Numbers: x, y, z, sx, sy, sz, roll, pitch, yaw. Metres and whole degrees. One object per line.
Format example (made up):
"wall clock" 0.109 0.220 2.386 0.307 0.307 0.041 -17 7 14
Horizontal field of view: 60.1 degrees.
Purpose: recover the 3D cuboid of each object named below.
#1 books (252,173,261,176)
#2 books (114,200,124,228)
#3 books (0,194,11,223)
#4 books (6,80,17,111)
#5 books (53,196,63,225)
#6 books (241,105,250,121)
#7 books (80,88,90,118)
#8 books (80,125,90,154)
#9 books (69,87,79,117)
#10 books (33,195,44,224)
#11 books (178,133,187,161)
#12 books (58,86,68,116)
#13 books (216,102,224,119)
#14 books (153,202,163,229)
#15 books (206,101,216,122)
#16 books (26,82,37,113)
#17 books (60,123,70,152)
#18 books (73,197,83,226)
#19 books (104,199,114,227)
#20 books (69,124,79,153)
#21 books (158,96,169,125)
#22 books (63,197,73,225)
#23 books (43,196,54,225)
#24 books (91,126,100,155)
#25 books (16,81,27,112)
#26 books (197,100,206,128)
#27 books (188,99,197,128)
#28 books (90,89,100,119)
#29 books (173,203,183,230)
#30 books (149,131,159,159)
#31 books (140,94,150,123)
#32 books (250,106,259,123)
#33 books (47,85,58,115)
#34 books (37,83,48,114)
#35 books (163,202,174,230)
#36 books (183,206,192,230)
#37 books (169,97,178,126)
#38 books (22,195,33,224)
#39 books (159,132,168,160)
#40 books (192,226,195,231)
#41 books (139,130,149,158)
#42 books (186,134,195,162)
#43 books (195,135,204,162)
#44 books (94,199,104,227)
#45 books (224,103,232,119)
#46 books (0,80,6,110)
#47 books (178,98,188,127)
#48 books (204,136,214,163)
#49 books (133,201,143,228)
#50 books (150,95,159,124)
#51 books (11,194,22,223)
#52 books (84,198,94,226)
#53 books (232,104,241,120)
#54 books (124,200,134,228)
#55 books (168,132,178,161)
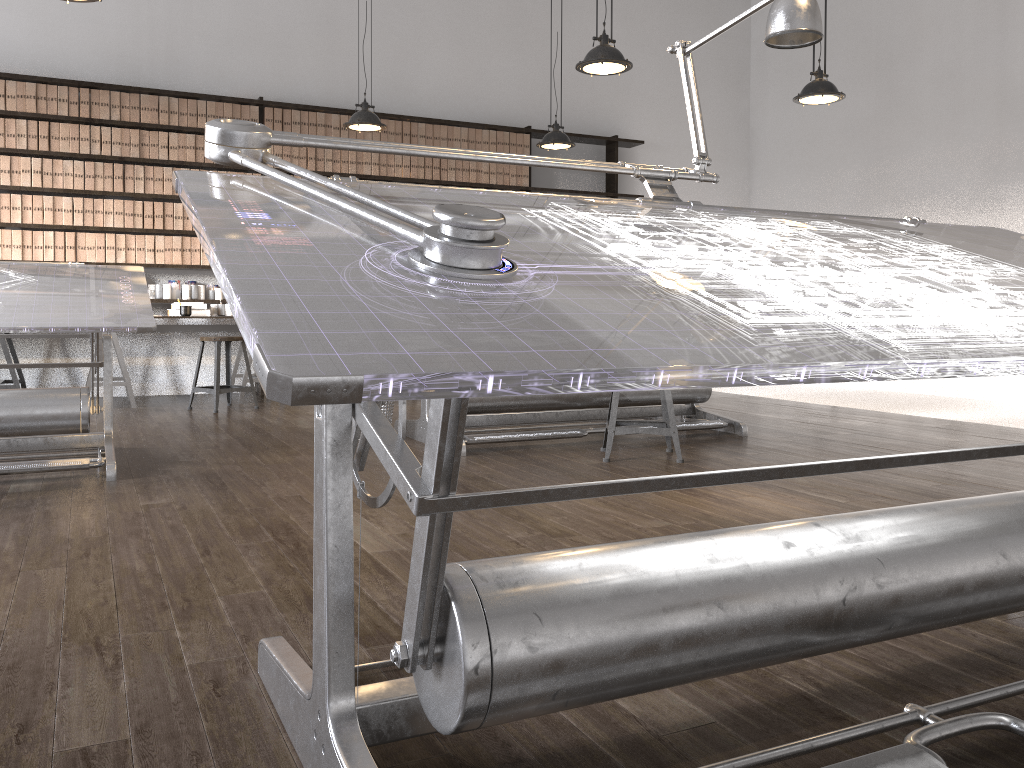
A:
"books" -2.135 -1.624 7.363 0.067 0.225 0.175 -1 3 -26
"books" -3.070 -1.316 6.914 0.067 0.225 0.175 -1 3 -26
"books" -3.762 -1.293 6.588 0.067 0.225 0.175 -1 3 -26
"books" -3.716 -2.122 6.585 0.067 0.225 0.175 -1 3 -26
"books" -3.448 -1.303 6.737 0.067 0.225 0.175 -1 3 -26
"books" -2.212 -2.173 7.312 0.067 0.225 0.175 -1 3 -26
"books" -3.278 -2.137 6.793 0.067 0.225 0.175 -1 3 -26
"books" -3.278 -1.860 6.799 0.067 0.225 0.175 -1 3 -26
"books" -3.348 -2.135 6.766 0.067 0.225 0.175 -1 3 -26
"books" -3.570 -1.299 6.680 0.067 0.225 0.175 -1 3 -26
"books" -2.655 -1.881 7.105 0.067 0.225 0.175 -1 3 -26
"books" -3.410 -2.132 6.731 0.067 0.225 0.175 -1 3 -26
"books" -2.397 -2.166 7.222 0.067 0.225 0.175 -1 3 -26
"books" -2.813 -1.324 7.039 0.067 0.225 0.175 -1 3 -26
"books" -2.453 -2.164 7.193 0.067 0.225 0.175 -1 3 -26
"books" -3.597 -2.126 6.639 0.067 0.225 0.175 -1 3 -26
"books" -3.402 -1.856 6.744 0.067 0.225 0.175 -1 3 -26
"books" -3.325 -1.307 6.793 0.067 0.225 0.175 -1 3 -26
"books" -3.137 -1.314 6.886 0.067 0.225 0.175 -1 3 -26
"books" -3.343 -1.858 6.768 0.067 0.225 0.175 -1 3 -26
"books" -2.771 -2.153 7.036 0.067 0.225 0.175 -1 3 -26
"books" -3.391 -1.305 6.763 0.067 0.225 0.175 -1 3 -26
"books" -3.507 -1.301 6.704 0.067 0.225 0.175 -1 3 -26
"books" -3.214 -1.862 6.834 0.067 0.225 0.175 -1 3 -26
"books" -3.660 -2.124 6.614 0.067 0.225 0.175 -1 3 -26
"books" -2.517 -2.162 7.160 0.067 0.225 0.175 -1 3 -26
"books" -2.582 -2.160 7.133 0.067 0.225 0.175 -1 3 -26
"books" -3.213 -2.139 6.831 0.067 0.225 0.175 -1 3 -26
"books" -2.682 -1.329 7.103 0.067 0.225 0.175 -1 3 -26
"books" -2.840 -1.875 7.016 0.067 0.225 0.175 -1 3 -26
"books" -2.895 -2.150 6.981 0.067 0.225 0.175 -1 3 -26
"books" -2.147 -2.174 7.339 0.067 0.225 0.175 -1 3 -26
"books" -3.475 -2.131 6.704 0.067 0.225 0.175 -1 3 -26
"books" -3.539 -2.128 6.673 0.067 0.225 0.175 -1 3 -26
"books" -2.748 -1.327 7.076 0.067 0.225 0.175 -1 3 -26
"books" -2.620 -1.331 7.138 0.067 0.225 0.175 -1 3 -26
"books" -2.707 -2.156 7.071 0.067 0.225 0.175 -1 3 -26
"books" -3.634 -1.297 6.649 0.067 0.225 0.175 -1 3 -26
"books" -2.775 -1.877 7.043 0.067 0.225 0.175 -1 3 -26
"books" -2.556 -1.333 7.168 0.067 0.225 0.175 -1 3 -26
"books" -2.904 -1.873 6.987 0.067 0.225 0.175 -1 3 -26
"books" -2.592 -1.883 7.130 0.067 0.225 0.175 -1 3 -26
"books" -2.534 -1.885 7.164 0.067 0.225 0.175 -1 3 -26
"books" -3.201 -1.312 6.859 0.067 0.225 0.175 -1 3 -26
"books" -2.335 -2.168 7.247 0.067 0.225 0.175 -1 3 -26
"books" -3.780 -2.120 6.552 0.067 0.225 0.175 -1 3 -26
"books" -2.646 -2.158 7.104 0.067 0.225 0.175 -1 3 -26
"books" -2.470 -1.887 7.195 0.067 0.225 0.175 -1 3 -26
"books" -2.950 -1.320 6.977 0.067 0.225 0.175 -1 3 -26
"books" -2.836 -2.151 7.005 0.067 0.225 0.175 -1 3 -26
"books" -3.696 -1.295 6.615 0.067 0.225 0.175 -1 3 -26
"books" -3.263 -1.310 6.827 0.067 0.225 0.175 -1 3 -26
"books" -2.276 -2.171 7.281 0.067 0.225 0.175 -1 3 -26
"books" -3.005 -1.318 6.945 0.067 0.225 0.175 -1 3 -26
"books" -2.711 -1.879 7.076 0.067 0.225 0.175 -1 3 -26
